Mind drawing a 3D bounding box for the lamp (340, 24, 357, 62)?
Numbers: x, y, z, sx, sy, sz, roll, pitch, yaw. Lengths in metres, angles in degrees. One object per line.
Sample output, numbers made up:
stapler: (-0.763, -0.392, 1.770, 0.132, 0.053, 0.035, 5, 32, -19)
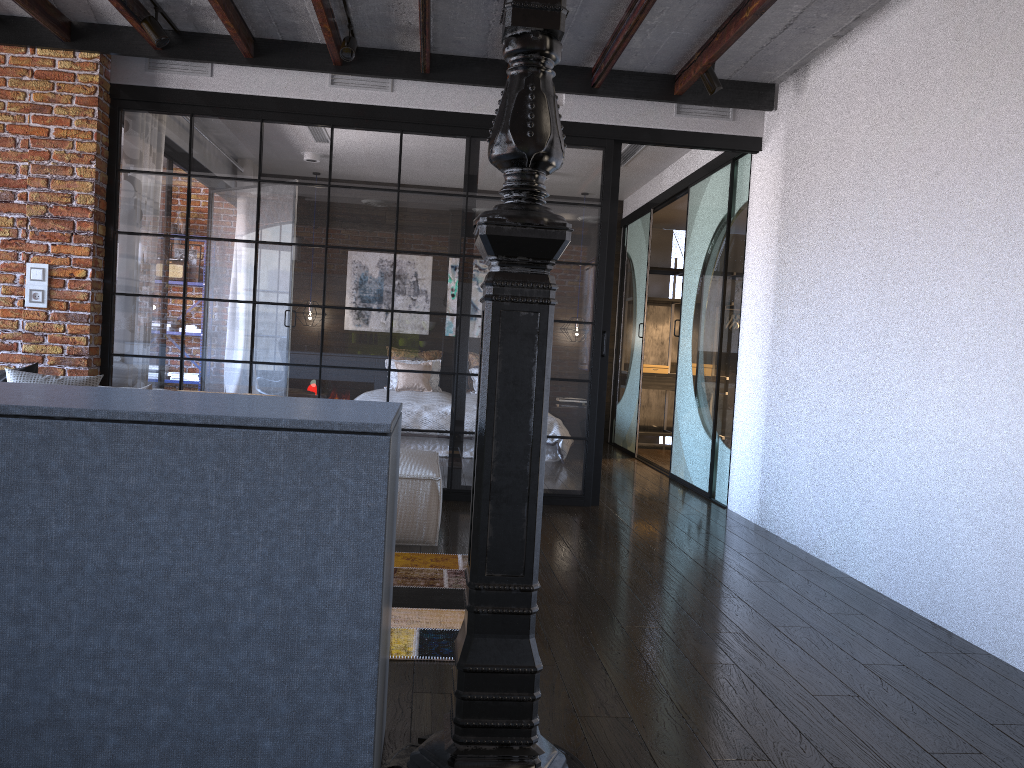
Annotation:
lamp: (-0.893, -1.861, 4.852, 0.082, 0.207, 0.159, 3, 2, -6)

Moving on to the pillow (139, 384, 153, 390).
pillow: (-2.117, 0.156, 4.747, 0.358, 0.314, 0.485, 5, 3, 37)

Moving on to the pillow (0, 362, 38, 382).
pillow: (-2.829, 0.068, 4.801, 0.510, 0.400, 0.263, 3, 3, -11)

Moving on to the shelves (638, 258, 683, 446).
shelves: (2.759, -0.228, 8.130, 2.655, 2.129, 4.057, 3, 2, -5)

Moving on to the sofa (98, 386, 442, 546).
sofa: (-1.948, 0.395, 4.044, 3.301, 0.698, 2.535, 3, 2, -6)

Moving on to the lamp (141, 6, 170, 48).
lamp: (-1.916, -1.916, 4.769, 0.150, 0.210, 0.093, 3, 3, -4)

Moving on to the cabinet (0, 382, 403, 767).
cabinet: (-1.745, 0.401, 1.822, 2.960, 0.844, 0.607, 3, 2, -5)

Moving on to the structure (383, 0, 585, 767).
structure: (-1.644, -0.523, 5.644, 0.481, 2.394, 8.511, 2, 3, -24)

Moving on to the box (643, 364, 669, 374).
box: (1.531, -0.168, 9.770, 0.295, 0.083, 0.401, 3, 2, -5)

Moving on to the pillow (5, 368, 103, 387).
pillow: (-2.488, 0.104, 4.779, 0.495, 0.354, 0.293, 2, 3, -20)

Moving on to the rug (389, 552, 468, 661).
rug: (-1.214, 0.784, 3.398, 2.364, 0.013, 1.431, 3, 2, -5)

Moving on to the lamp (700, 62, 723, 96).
lamp: (1.132, -1.750, 5.054, 0.146, 0.210, 0.093, 3, 3, -10)

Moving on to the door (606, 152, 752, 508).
door: (1.356, -0.457, 7.957, 0.138, 2.594, 4.184, 3, 2, -5)
